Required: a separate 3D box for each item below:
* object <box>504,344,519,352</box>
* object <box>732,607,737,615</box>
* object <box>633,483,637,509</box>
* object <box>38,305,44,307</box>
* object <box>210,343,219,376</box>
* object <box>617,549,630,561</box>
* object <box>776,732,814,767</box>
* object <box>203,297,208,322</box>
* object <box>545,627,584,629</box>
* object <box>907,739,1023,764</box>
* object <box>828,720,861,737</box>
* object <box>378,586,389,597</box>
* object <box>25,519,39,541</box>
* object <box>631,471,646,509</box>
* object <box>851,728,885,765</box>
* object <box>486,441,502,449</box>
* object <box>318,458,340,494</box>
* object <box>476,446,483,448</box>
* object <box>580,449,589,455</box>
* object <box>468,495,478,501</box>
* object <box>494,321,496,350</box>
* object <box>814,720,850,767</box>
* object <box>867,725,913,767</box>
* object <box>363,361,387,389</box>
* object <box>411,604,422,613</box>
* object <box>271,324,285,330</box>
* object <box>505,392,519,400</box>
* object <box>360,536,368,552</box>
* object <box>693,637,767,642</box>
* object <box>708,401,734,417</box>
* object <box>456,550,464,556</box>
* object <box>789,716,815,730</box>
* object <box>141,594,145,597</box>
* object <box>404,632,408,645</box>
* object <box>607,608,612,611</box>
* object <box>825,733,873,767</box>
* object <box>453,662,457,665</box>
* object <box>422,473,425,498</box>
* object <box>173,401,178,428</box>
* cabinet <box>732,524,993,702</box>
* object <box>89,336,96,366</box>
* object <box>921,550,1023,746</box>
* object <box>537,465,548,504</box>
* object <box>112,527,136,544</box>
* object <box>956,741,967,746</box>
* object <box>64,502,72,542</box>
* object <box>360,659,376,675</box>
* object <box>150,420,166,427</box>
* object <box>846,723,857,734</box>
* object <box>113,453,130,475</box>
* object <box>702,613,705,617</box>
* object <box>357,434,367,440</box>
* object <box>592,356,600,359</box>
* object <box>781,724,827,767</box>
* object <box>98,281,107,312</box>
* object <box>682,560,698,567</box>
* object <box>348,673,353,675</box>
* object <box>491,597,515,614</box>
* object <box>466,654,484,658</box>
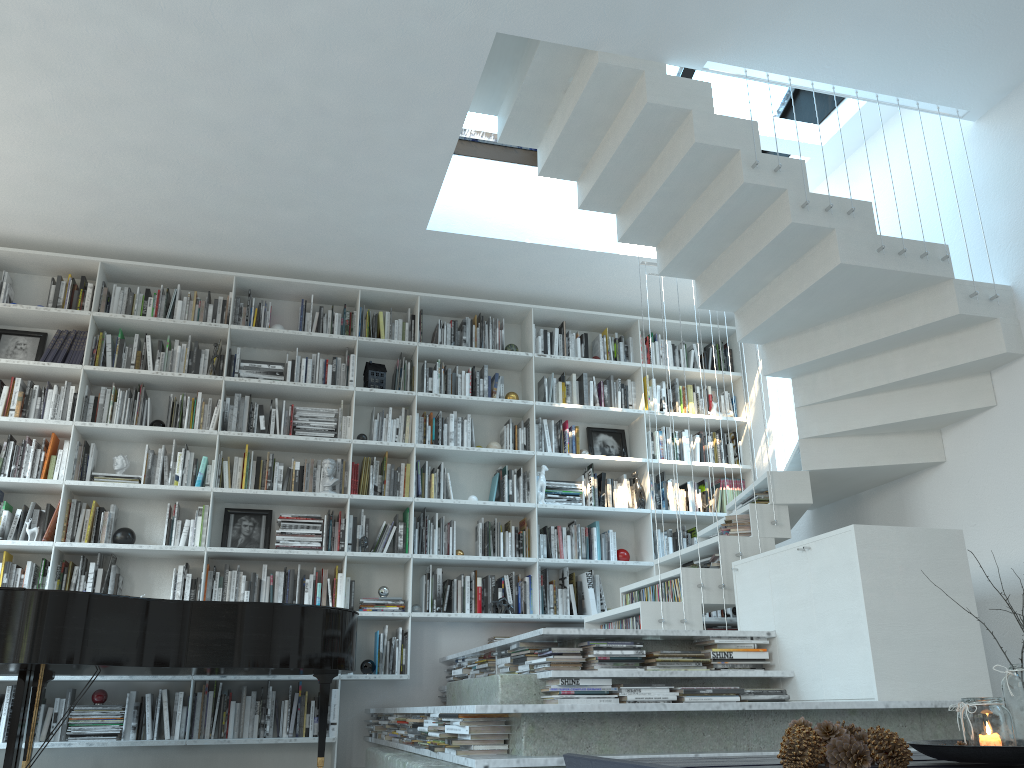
[{"bbox_3d":[-0.004,-0.242,6.476,0.104,0.105,0.104,-13,-23,31],"label":"object"},{"bbox_3d":[1.620,1.634,6.383,0.071,0.072,0.072,-13,-23,31],"label":"object"},{"bbox_3d":[0.871,0.846,6.435,0.022,0.211,0.179,5,-21,-15],"label":"object"},{"bbox_3d":[-3.054,-0.467,5.738,0.083,0.083,0.083,14,-25,-35],"label":"object"},{"bbox_3d":[-1.948,-0.149,5.826,0.075,0.253,0.075,13,-24,-34],"label":"object"},{"bbox_3d":[0.773,1.220,6.248,0.115,0.116,0.115,14,-25,-35],"label":"object"},{"bbox_3d":[0.616,0.804,1.930,0.082,0.084,0.083,0,-20,-1],"label":"object"},{"bbox_3d":[-2.090,-0.450,6.051,0.010,0.246,0.158,5,-20,-15],"label":"object"},{"bbox_3d":[0.350,1.656,5.996,0.285,0.005,0.160,3,-20,-10],"label":"object"},{"bbox_3d":[1.098,0.808,1.949,0.430,0.038,0.431,-10,-22,23],"label":"object"},{"bbox_3d":[0.795,0.849,2.100,0.097,0.102,0.099,18,-27,-42],"label":"object"},{"bbox_3d":[-0.820,1.327,5.666,0.071,0.072,0.072,-13,-23,31],"label":"object"},{"bbox_3d":[-2.814,0.859,5.190,0.082,0.139,0.044,11,-23,-30],"label":"object"},{"bbox_3d":[0.905,0.766,6.321,0.087,0.287,0.075,-7,-21,18],"label":"object"},{"bbox_3d":[0.811,0.834,2.035,0.106,0.086,0.092,0,-20,-1],"label":"object"},{"bbox_3d":[-0.128,0.464,6.283,0.112,0.112,0.112,14,-25,-35],"label":"object"},{"bbox_3d":[-1.194,0.611,5.775,0.138,0.243,0.137,-16,-25,37],"label":"object"},{"bbox_3d":[-0.233,0.466,6.226,0.068,0.068,0.068,14,-25,-35],"label":"object"},{"bbox_3d":[0.514,0.517,6.421,0.091,0.092,0.092,-13,-23,31],"label":"object"},{"bbox_3d":[-0.269,0.798,6.071,0.071,0.072,0.072,-13,-23,31],"label":"object"},{"bbox_3d":[-0.141,-0.309,6.569,0.006,0.296,0.130,5,-20,-15],"label":"object"},{"bbox_3d":[0.724,0.818,2.011,0.094,0.108,0.108,-18,-26,39],"label":"object"},{"bbox_3d":[0.822,0.796,1.933,0.083,0.099,0.092,3,-20,-10],"label":"object"},{"bbox_3d":[-0.952,-0.038,6.150,0.135,0.247,0.136,9,-22,-24],"label":"object"},{"bbox_3d":[-0.623,1.467,5.760,0.071,0.072,0.072,-13,-23,31],"label":"object"},{"bbox_3d":[-1.616,-0.359,6.106,0.105,0.105,0.105,14,-25,-35],"label":"object"},{"bbox_3d":[-0.002,0.106,6.358,0.101,0.101,0.101,14,-25,-35],"label":"object"},{"bbox_3d":[-0.946,1.028,5.671,0.054,0.113,0.079,5,-21,-16],"label":"object"},{"bbox_3d":[0.999,1.171,4.081,0.284,0.030,0.177,5,-21,-15],"label":"object"},{"bbox_3d":[1.574,0.206,6.732,0.203,0.136,0.095,-1,-20,0],"label":"object"},{"bbox_3d":[-0.358,1.149,5.958,0.071,0.072,0.072,-13,-23,31],"label":"object"},{"bbox_3d":[0.682,0.833,2.075,0.090,0.105,0.098,-3,-20,5],"label":"object"},{"bbox_3d":[-2.190,1.306,5.303,0.060,0.094,0.078,-1,-20,1],"label":"object"},{"bbox_3d":[-0.670,1.704,5.596,0.011,0.259,0.142,5,-20,-15],"label":"object"},{"bbox_3d":[0.670,1.582,6.113,0.071,0.072,0.072,-13,-23,31],"label":"object"},{"bbox_3d":[0.682,0.750,1.793,0.081,0.082,0.099,3,-20,-10],"label":"object"},{"bbox_3d":[-0.293,1.796,5.697,0.131,0.024,0.291,4,-21,-13],"label":"object"},{"bbox_3d":[-0.618,0.725,6.054,0.013,0.207,0.140,5,-20,-15],"label":"object"},{"bbox_3d":[-2.191,0.241,5.782,0.010,0.224,0.143,5,-20,-15],"label":"object"},{"bbox_3d":[1.472,1.060,3.940,0.551,0.665,0.996,5,-21,-15],"label":"cabinet"},{"bbox_3d":[-2.717,-0.162,5.766,0.012,0.253,0.161,5,-20,-15],"label":"object"},{"bbox_3d":[1.127,0.552,1.955,0.309,0.520,0.437,-6,-20,14],"label":"object"},{"bbox_3d":[0.205,0.700,6.120,0.087,0.287,0.075,-7,-21,18],"label":"object"},{"bbox_3d":[-2.378,0.947,5.439,0.134,0.134,0.134,-13,-23,31],"label":"object"},{"bbox_3d":[1.003,0.811,1.960,0.039,0.043,0.038,18,-27,-42],"label":"object"},{"bbox_3d":[-2.698,0.870,5.414,0.012,0.269,0.131,5,-20,-15],"label":"object"},{"bbox_3d":[-0.890,1.750,5.477,0.094,0.094,0.094,-13,-23,31],"label":"object"},{"bbox_3d":[-2.274,0.277,5.689,0.097,0.098,0.097,-13,-23,31],"label":"object"},{"bbox_3d":[0.837,0.873,2.143,0.086,0.100,0.078,16,-26,-38],"label":"object"},{"bbox_3d":[-2.468,0.513,5.592,0.095,0.156,0.121,0,-20,-2],"label":"object"},{"bbox_3d":[1.306,1.601,6.182,0.071,0.072,0.072,-13,-23,31],"label":"object"},{"bbox_3d":[-1.007,0.369,5.956,0.071,0.072,0.072,-13,-23,31],"label":"object"},{"bbox_3d":[0.628,-0.173,6.635,0.071,0.072,0.072,-13,-23,31],"label":"object"},{"bbox_3d":[0.653,0.819,1.996,0.110,0.101,0.114,12,-23,-31],"label":"object"},{"bbox_3d":[-2.722,-0.520,5.895,0.012,0.284,0.160,5,-20,-15],"label":"object"},{"bbox_3d":[1.129,1.083,5.328,0.161,0.025,0.175,3,-21,-11],"label":"object"},{"bbox_3d":[-0.996,1.671,5.450,0.053,0.224,0.046,1,-20,-3],"label":"object"},{"bbox_3d":[-0.057,1.444,5.770,0.161,0.113,0.065,10,-22,-26],"label":"object"},{"bbox_3d":[-0.151,1.584,5.156,0.159,0.007,0.286,6,-21,-17],"label":"object"}]
